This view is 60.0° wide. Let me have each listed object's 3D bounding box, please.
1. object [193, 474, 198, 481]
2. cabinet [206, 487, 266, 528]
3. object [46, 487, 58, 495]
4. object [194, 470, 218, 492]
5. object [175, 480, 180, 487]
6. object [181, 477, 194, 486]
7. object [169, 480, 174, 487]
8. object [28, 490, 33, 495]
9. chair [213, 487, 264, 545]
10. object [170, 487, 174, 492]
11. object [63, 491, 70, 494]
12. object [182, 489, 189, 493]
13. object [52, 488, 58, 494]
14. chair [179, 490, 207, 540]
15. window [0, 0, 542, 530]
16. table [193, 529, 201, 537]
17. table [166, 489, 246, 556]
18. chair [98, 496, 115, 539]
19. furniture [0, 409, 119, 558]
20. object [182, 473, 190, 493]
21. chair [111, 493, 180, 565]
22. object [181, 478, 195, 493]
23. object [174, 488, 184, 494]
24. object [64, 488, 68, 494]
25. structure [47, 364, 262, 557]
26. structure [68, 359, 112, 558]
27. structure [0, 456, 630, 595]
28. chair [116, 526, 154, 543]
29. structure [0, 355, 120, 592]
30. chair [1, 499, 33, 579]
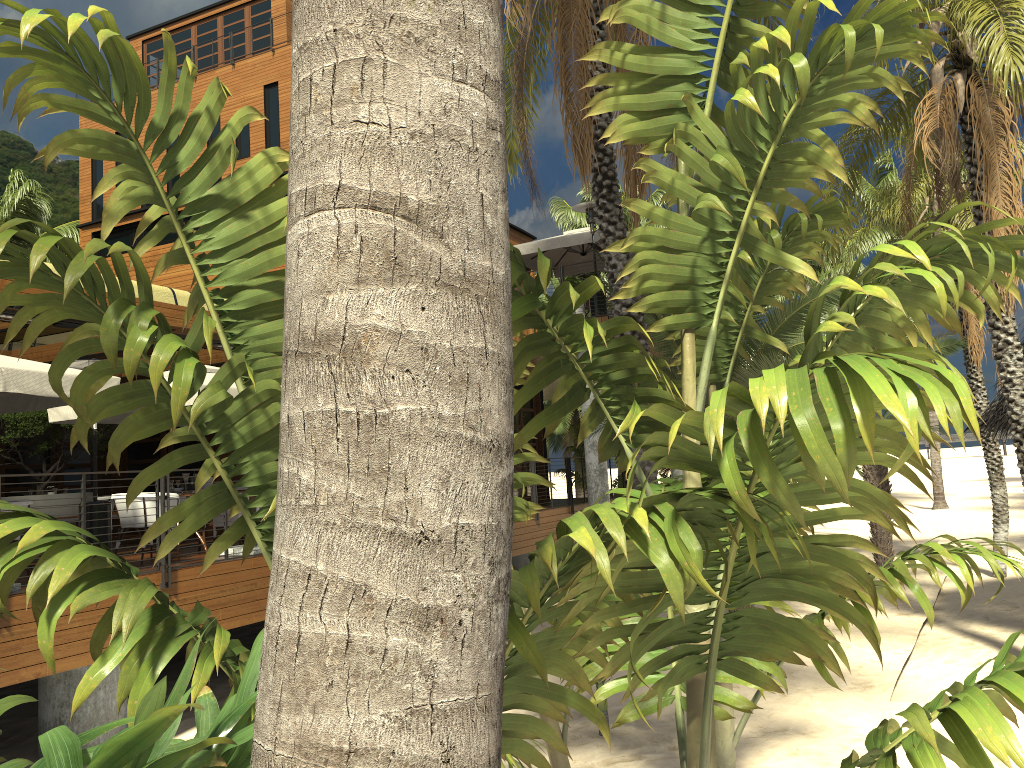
[{"bbox_3d":[-3.924,1.232,11.042,0.082,0.227,0.082,-7,-7,26],"label":"object"},{"bbox_3d":[-5.307,2.419,17.449,1.609,0.840,0.556,-6,-7,25],"label":"cabinet"},{"bbox_3d":[-8.296,1.975,15.850,0.263,0.264,0.263,-2,-7,-16],"label":"object"},{"bbox_3d":[-3.687,1.166,10.686,0.263,0.264,0.263,-1,-7,-19],"label":"object"},{"bbox_3d":[-5.654,1.739,15.010,0.082,0.227,0.082,0,-8,-29],"label":"object"},{"bbox_3d":[-5.403,1.693,14.850,0.263,0.264,0.263,-2,-7,-18],"label":"object"},{"bbox_3d":[-5.608,1.696,14.601,0.082,0.227,0.082,-2,-7,-12],"label":"object"},{"bbox_3d":[-8.471,1.976,15.605,0.082,0.227,0.082,0,-7,-26],"label":"object"},{"bbox_3d":[-3.471,1.720,11.441,0.627,0.790,0.616,-7,-7,26],"label":"chair"},{"bbox_3d":[-4.088,1.274,10.627,0.086,0.086,0.086,-7,-7,30],"label":"object"},{"bbox_3d":[-8.113,2.039,16.184,0.168,0.179,0.162,-2,-6,-12],"label":"object"},{"bbox_3d":[-3.890,1.277,10.550,0.080,0.042,0.080,-2,-6,-13],"label":"object"},{"bbox_3d":[-8.058,1.953,15.635,0.082,0.227,0.082,-1,-7,-21],"label":"object"},{"bbox_3d":[-5.073,2.076,13.978,0.627,0.790,0.615,-1,-7,-18],"label":"chair"},{"bbox_3d":[-7.241,-5.824,20.248,14.488,18.002,38.339,-4,-6,3],"label":"window"},{"bbox_3d":[-5.358,2.194,14.795,1.164,0.751,1.165,-7,-7,31],"label":"table"},{"bbox_3d":[-3.826,1.687,10.699,0.931,0.751,0.930,-7,-7,25],"label":"table"},{"bbox_3d":[-7.453,2.427,15.990,0.617,0.790,0.626,-1,-7,-18],"label":"chair"},{"bbox_3d":[-7.007,1.156,13.109,2.615,2.728,2.690,-5,-7,16],"label":"furniture"},{"bbox_3d":[-3.857,1.173,10.494,0.082,0.227,0.082,-7,-7,26],"label":"object"},{"bbox_3d":[-4.173,1.626,10.061,0.627,0.790,0.616,-7,-7,26],"label":"chair"},{"bbox_3d":[-3.954,1.238,10.812,0.163,0.179,0.167,-7,-7,27],"label":"object"},{"bbox_3d":[-3.981,1.275,10.593,0.116,0.065,0.116,-6,-7,24],"label":"object"},{"bbox_3d":[-8.078,1.997,16.058,0.082,0.227,0.082,0,-7,-26],"label":"object"},{"bbox_3d":[-3.788,0.899,10.792,2.411,2.338,2.410,-7,-7,25],"label":"structure"},{"bbox_3d":[-4.281,0.825,9.102,0.699,2.197,0.698,-5,-7,13],"label":"structure"},{"bbox_3d":[-2.320,1.593,11.104,0.163,1.156,26.234,-7,-7,26],"label":"structure"},{"bbox_3d":[-6.195,2.199,14.503,0.617,0.790,0.626,-1,-7,-18],"label":"chair"},{"bbox_3d":[-5.266,0.688,7.768,2.411,2.338,2.410,-7,-7,25],"label":"structure"},{"bbox_3d":[-4.941,1.510,8.434,0.627,0.790,0.616,-7,-7,26],"label":"chair"}]
